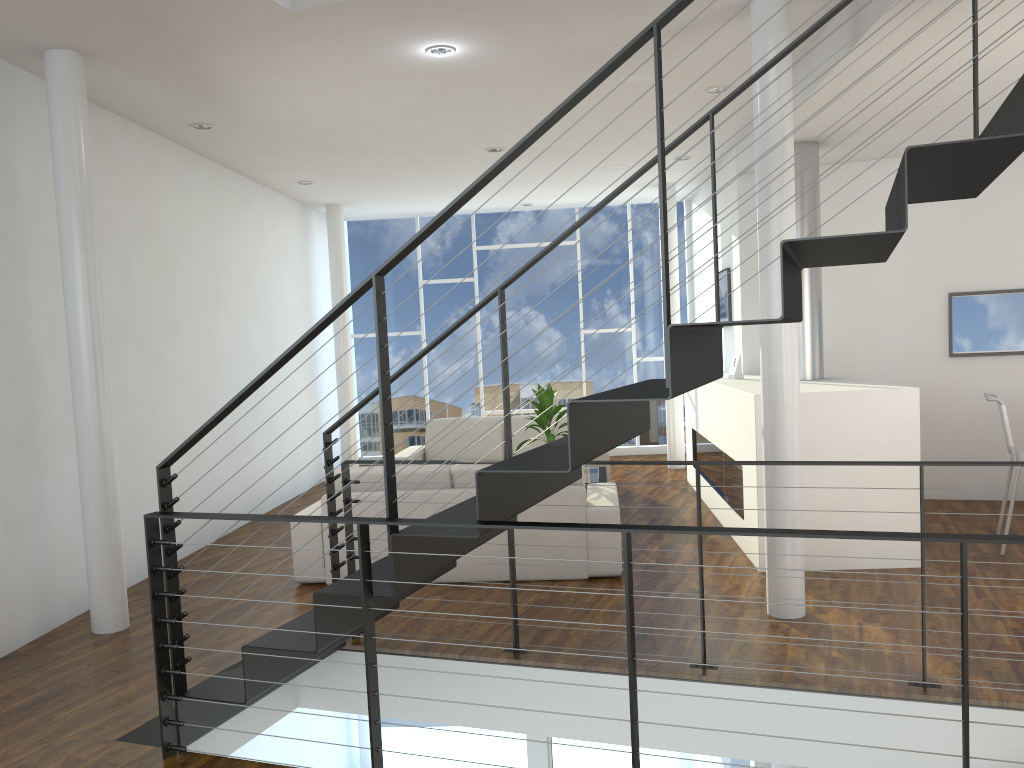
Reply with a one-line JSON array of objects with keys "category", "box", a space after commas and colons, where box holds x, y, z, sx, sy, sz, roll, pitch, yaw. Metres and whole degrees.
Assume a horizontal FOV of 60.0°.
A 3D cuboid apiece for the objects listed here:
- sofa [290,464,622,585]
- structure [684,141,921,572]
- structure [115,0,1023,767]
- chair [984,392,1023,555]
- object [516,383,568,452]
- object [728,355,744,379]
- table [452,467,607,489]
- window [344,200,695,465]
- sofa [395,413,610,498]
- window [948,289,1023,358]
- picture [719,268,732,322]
[{"category": "sofa", "box": [-0.251, 0.653, 4.637, 1.611, 0.566, 0.801, -2, 3, 6]}, {"category": "structure", "box": [1.595, -0.287, 5.467, 0.750, 2.210, 2.745, -2, 3, 4]}, {"category": "structure", "box": [0.987, 0.514, 2.328, 4.362, 6.309, 1.092, -1, 4, 21]}, {"category": "chair", "box": [2.646, 0.430, 4.365, 0.555, 0.766, 0.427, -1, 4, 26]}, {"category": "object", "box": [0.251, 0.285, 5.585, 0.432, 0.602, 0.457, -3, 4, -10]}, {"category": "object", "box": [1.422, -0.109, 5.637, 0.061, 0.151, 0.100, -3, 4, -9]}, {"category": "table", "box": [-0.194, 0.746, 5.700, 1.608, 0.285, 0.660, -2, 3, 6]}, {"category": "window", "box": [-0.019, -2.047, 8.527, 3.415, 5.645, 0.090, -2, 4, 5]}, {"category": "sofa", "box": [-0.069, 0.546, 6.760, 1.611, 0.566, 0.801, -2, 3, 6]}, {"category": "window", "box": [3.742, -0.405, 5.333, 2.024, 0.408, 0.165, -2, 4, 21]}, {"category": "picture", "box": [1.596, -0.646, 6.703, 0.020, 0.416, 0.574, -2, 3, 5]}]
